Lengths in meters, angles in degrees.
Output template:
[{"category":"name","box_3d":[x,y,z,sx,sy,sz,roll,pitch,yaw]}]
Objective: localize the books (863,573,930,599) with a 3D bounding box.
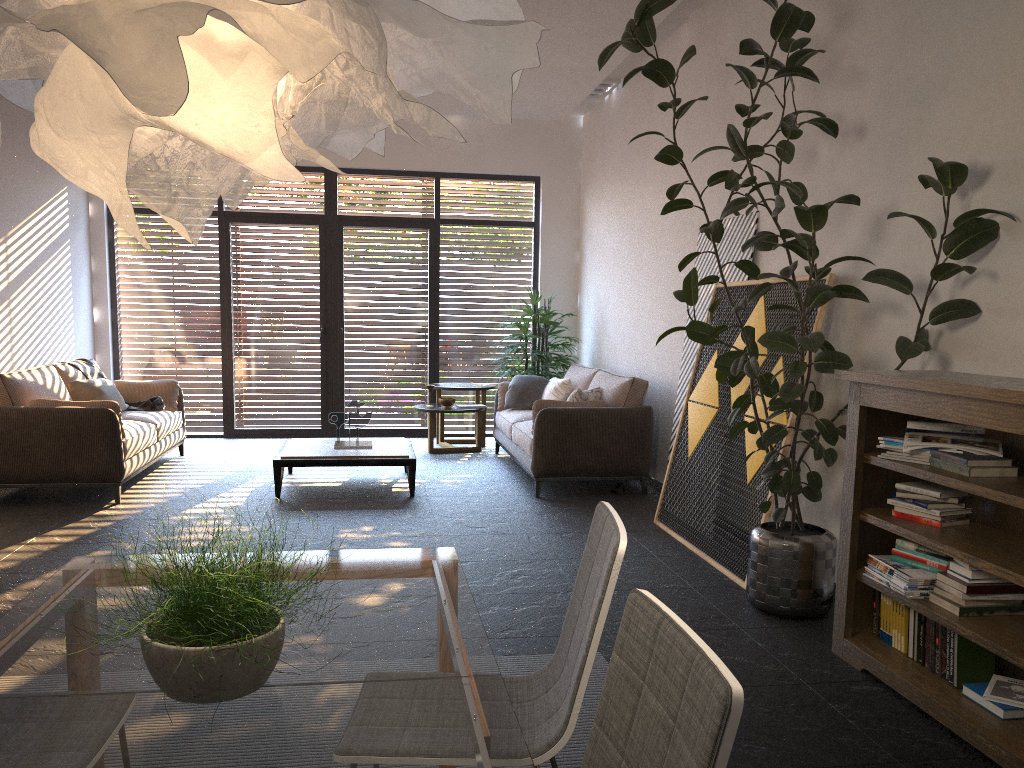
[{"category":"books","box_3d":[1.518,0.762,3.365,0.218,0.008,0.303,0,4,-10]}]

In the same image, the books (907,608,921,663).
[{"category":"books","box_3d":[1.601,0.930,3.385,0.167,0.243,0.098,0,7,-9]}]

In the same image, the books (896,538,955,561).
[{"category":"books","box_3d":[1.614,0.614,3.333,0.193,0.028,0.244,-1,5,-29]}]

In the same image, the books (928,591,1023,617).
[{"category":"books","box_3d":[1.630,0.771,3.113,0.243,0.034,0.178,0,4,-7]}]

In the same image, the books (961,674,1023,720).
[{"category":"books","box_3d":[1.651,1.052,2.974,0.257,0.050,0.269,4,5,36]}]

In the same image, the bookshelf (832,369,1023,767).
[{"category":"bookshelf","box_3d":[1.662,0.600,2.739,0.451,1.179,1.907,0,5,-9]}]

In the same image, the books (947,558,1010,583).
[{"category":"books","box_3d":[1.657,0.643,3.097,0.216,0.069,0.157,1,5,1]}]

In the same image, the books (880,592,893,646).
[{"category":"books","box_3d":[1.579,0.919,3.553,0.171,0.236,0.100,0,7,-9]}]

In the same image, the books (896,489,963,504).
[{"category":"books","box_3d":[1.597,0.423,3.391,0.220,0.023,0.147,4,5,32]}]

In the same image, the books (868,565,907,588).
[{"category":"books","box_3d":[1.524,0.728,3.362,0.218,0.008,0.286,1,4,-3]}]

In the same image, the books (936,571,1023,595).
[{"category":"books","box_3d":[1.639,0.693,3.094,0.225,0.029,0.178,1,4,-6]}]

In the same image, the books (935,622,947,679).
[{"category":"books","box_3d":[1.633,0.942,3.219,0.171,0.242,0.084,0,7,-9]}]

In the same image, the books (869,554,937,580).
[{"category":"books","box_3d":[1.526,0.688,3.347,0.218,0.013,0.303,1,4,-5]}]

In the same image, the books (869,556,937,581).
[{"category":"books","box_3d":[1.527,0.696,3.350,0.218,0.008,0.303,1,4,-5]}]

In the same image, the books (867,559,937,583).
[{"category":"books","box_3d":[1.523,0.704,3.351,0.218,0.008,0.303,1,4,-6]}]

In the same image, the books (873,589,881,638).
[{"category":"books","box_3d":[1.568,0.909,3.620,0.171,0.242,0.084,0,7,-9]}]

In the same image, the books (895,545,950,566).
[{"category":"books","box_3d":[1.613,0.635,3.334,0.192,0.014,0.254,-1,5,-21]}]

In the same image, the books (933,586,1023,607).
[{"category":"books","box_3d":[1.637,0.741,3.116,0.227,0.024,0.165,0,4,-11]}]

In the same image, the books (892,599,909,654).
[{"category":"books","box_3d":[1.592,0.924,3.472,0.171,0.237,0.107,0,7,-9]}]

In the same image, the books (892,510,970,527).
[{"category":"books","box_3d":[1.606,0.510,3.398,0.158,0.022,0.223,-1,5,-24]}]

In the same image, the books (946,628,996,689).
[{"category":"books","box_3d":[1.632,0.946,3.148,0.167,0.243,0.103,0,7,-9]}]

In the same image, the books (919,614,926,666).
[{"category":"books","box_3d":[1.615,0.933,3.329,0.171,0.242,0.055,0,7,-9]}]

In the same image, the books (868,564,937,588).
[{"category":"books","box_3d":[1.525,0.723,3.353,0.218,0.006,0.303,1,4,-5]}]

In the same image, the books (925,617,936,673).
[{"category":"books","box_3d":[1.623,0.945,3.279,0.171,0.226,0.082,0,7,-9]}]

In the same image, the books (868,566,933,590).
[{"category":"books","box_3d":[1.523,0.734,3.363,0.218,0.008,0.286,1,4,-3]}]

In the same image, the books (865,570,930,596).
[{"category":"books","box_3d":[1.517,0.754,3.366,0.218,0.007,0.303,1,4,-5]}]

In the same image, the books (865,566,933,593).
[{"category":"books","box_3d":[1.517,0.739,3.363,0.218,0.013,0.303,1,4,-5]}]

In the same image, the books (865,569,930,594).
[{"category":"books","box_3d":[1.518,0.747,3.363,0.218,0.008,0.303,1,4,-5]}]

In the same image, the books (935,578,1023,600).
[{"category":"books","box_3d":[1.648,0.719,3.104,0.243,0.024,0.174,1,4,-2]}]

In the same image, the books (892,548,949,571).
[{"category":"books","box_3d":[1.595,0.654,3.339,0.175,0.024,0.248,-1,5,-24]}]

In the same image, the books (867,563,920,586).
[{"category":"books","box_3d":[1.522,0.718,3.355,0.218,0.008,0.286,1,4,-5]}]

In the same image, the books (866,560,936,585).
[{"category":"books","box_3d":[1.520,0.711,3.351,0.218,0.008,0.303,1,4,-6]}]

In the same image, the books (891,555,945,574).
[{"category":"books","box_3d":[1.594,0.677,3.342,0.175,0.024,0.248,-1,5,-28]}]
